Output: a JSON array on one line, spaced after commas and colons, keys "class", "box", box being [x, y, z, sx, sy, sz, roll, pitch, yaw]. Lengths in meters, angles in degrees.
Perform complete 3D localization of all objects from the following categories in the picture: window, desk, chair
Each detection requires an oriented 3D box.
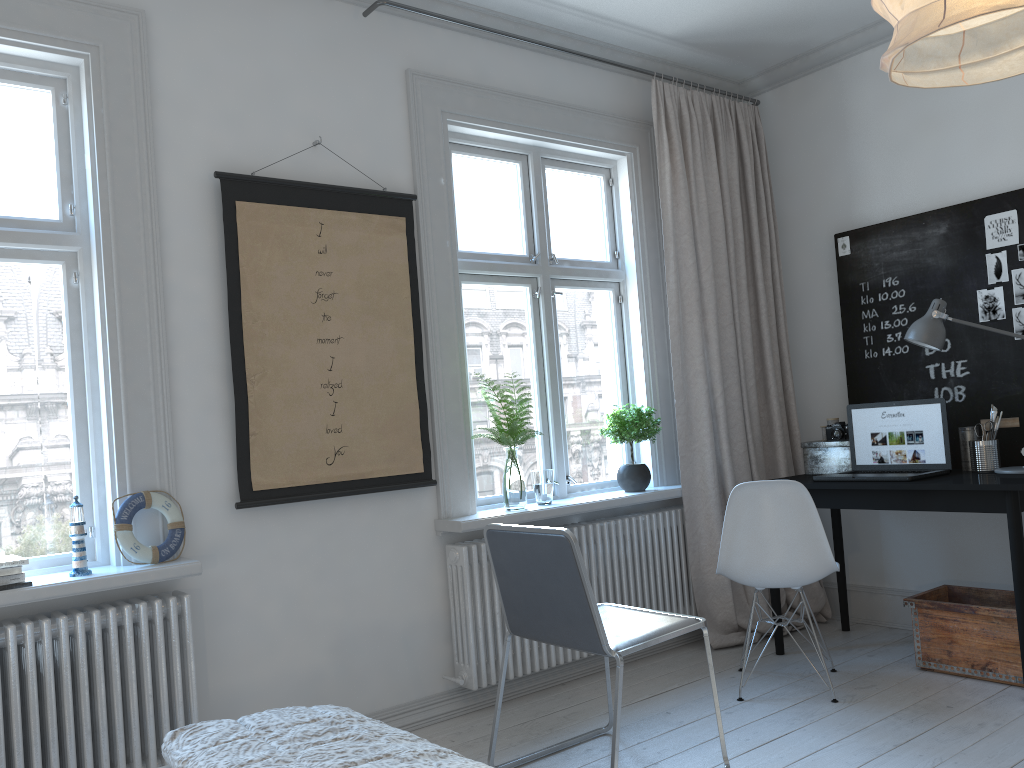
[{"class": "window", "box": [-5.348, -0.160, 1.816, 7.975, 7.005, 11.979, -3, -3, -38]}, {"class": "desk", "box": [1.675, 0.761, 3.675, 0.650, 0.758, 1.161, -3, -3, -38]}, {"class": "chair", "box": [0.268, 0.803, 2.734, 0.524, 0.797, 0.562, -3, -3, -38]}, {"class": "chair", "box": [1.035, 0.765, 3.456, 0.474, 0.823, 0.554, -5, -2, 17]}, {"class": "window", "box": [-16.067, -0.663, 7.951, 25.632, 15.012, 26.574, -2, -3, -38]}]

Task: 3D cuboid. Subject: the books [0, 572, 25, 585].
[{"class": "books", "box": [-1.519, 0.549, 2.446, 0.262, 0.024, 0.207, -2, -4, -45]}]

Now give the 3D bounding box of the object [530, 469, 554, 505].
[{"class": "object", "box": [0.132, 0.436, 3.741, 0.097, 0.146, 0.097, -3, -2, -32]}]

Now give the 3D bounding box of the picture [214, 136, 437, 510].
[{"class": "picture", "box": [-0.659, -0.248, 3.215, 0.792, 1.312, 0.057, -3, -2, -38]}]

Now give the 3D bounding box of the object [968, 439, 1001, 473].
[{"class": "object", "box": [1.932, 0.294, 3.622, 0.108, 0.128, 0.108, -3, -2, -23]}]

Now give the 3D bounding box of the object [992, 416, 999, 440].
[{"class": "object", "box": [1.950, 0.243, 3.604, 0.082, 0.221, 0.009, -4, -2, -9]}]

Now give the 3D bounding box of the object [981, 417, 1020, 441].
[{"class": "object", "box": [1.999, 0.246, 3.620, 0.138, 0.208, 0.034, -6, -2, 32]}]

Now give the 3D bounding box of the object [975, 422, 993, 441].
[{"class": "object", "box": [1.931, 0.255, 3.638, 0.050, 0.198, 0.081, -4, -2, -13]}]

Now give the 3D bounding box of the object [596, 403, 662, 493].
[{"class": "object", "box": [0.544, 0.290, 4.074, 0.309, 0.407, 0.272, -5, -2, 12]}]

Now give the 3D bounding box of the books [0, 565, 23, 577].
[{"class": "books", "box": [-1.509, 0.524, 2.447, 0.253, 0.022, 0.208, -2, -4, -37]}]

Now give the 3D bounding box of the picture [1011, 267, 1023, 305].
[{"class": "picture", "box": [2.130, -0.411, 3.655, 0.002, 0.152, 0.121, -3, -3, -38]}]

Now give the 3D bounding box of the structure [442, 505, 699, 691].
[{"class": "structure", "box": [0.333, 0.873, 3.858, 1.505, 0.547, 0.195, -2, -3, -38]}]

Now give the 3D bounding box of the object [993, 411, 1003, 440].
[{"class": "object", "box": [1.952, 0.233, 3.592, 0.084, 0.240, 0.009, -5, -2, 29]}]

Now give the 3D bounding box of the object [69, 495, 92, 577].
[{"class": "object", "box": [-1.275, 0.444, 2.606, 0.059, 0.235, 0.060, -5, -2, 4]}]

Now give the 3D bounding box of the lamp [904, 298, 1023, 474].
[{"class": "lamp", "box": [1.910, -0.002, 3.522, 0.617, 0.715, 0.230, -5, -2, 23]}]

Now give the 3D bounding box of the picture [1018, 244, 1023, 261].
[{"class": "picture", "box": [2.132, -0.550, 3.645, 0.001, 0.071, 0.095, -3, -3, -38]}]

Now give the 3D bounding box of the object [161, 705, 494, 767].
[{"class": "object", "box": [-0.035, 0.582, 1.097, 0.404, 0.104, 1.462, -2, -4, -38]}]

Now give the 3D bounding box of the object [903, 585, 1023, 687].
[{"class": "object", "box": [1.912, 0.966, 3.387, 0.339, 0.282, 0.665, -3, -3, -38]}]

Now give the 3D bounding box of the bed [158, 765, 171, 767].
[{"class": "bed", "box": [-0.702, 0.645, 0.584, 2.175, 1.046, 1.890, -2, -3, -38]}]

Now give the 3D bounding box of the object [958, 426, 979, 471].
[{"class": "object", "box": [1.932, 0.275, 3.737, 0.079, 0.188, 0.079, -6, -2, 31]}]

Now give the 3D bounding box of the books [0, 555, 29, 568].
[{"class": "books", "box": [-1.507, 0.505, 2.451, 0.269, 0.015, 0.203, -2, -4, -41]}]

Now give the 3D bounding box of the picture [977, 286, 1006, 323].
[{"class": "picture", "box": [2.040, -0.338, 3.775, 0.001, 0.150, 0.107, -3, -3, -38]}]

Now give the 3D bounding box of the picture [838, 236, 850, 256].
[{"class": "picture", "box": [1.612, -0.669, 4.304, 0.004, 0.088, 0.061, -3, -3, -41]}]

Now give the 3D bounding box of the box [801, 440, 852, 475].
[{"class": "box", "box": [1.521, 0.338, 4.125, 0.193, 0.152, 0.317, -3, -3, -38]}]

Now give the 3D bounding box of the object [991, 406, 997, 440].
[{"class": "object", "box": [1.954, 0.221, 3.613, 0.062, 0.264, 0.012, -5, -2, 4]}]

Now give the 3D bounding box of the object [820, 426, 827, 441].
[{"class": "object", "box": [1.491, 0.234, 4.224, 0.040, 0.069, 0.040, -6, -3, 40]}]

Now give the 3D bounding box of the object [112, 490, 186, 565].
[{"class": "object", "box": [-1.119, 0.444, 2.746, 0.079, 0.227, 0.236, -6, -3, 38]}]

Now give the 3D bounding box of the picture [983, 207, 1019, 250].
[{"class": "picture", "box": [2.060, -0.655, 3.729, 0.004, 0.154, 0.148, -3, -3, -38]}]

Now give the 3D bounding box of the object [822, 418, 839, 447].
[{"class": "object", "box": [1.472, 0.228, 4.141, 0.167, 0.130, 0.056, -2, -3, -39]}]

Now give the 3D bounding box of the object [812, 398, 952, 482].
[{"class": "object", "box": [1.523, 0.236, 3.696, 0.325, 0.315, 0.446, -3, -3, -38]}]

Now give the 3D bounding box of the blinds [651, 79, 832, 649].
[{"class": "blinds", "box": [1.104, -0.117, 4.245, 0.830, 2.646, 0.225, -3, -2, -38]}]

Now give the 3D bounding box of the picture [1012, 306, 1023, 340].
[{"class": "picture", "box": [2.129, -0.257, 3.667, 0.001, 0.136, 0.103, -3, -3, -38]}]

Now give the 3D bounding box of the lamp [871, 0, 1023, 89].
[{"class": "lamp", "box": [0.684, -1.109, 1.349, 0.340, 1.230, 0.339, -4, -2, -7]}]

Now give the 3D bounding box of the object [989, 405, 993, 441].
[{"class": "object", "box": [1.951, 0.218, 3.616, 0.060, 0.267, 0.008, -4, -2, -21]}]

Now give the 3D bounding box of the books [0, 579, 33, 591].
[{"class": "books", "box": [-1.499, 0.566, 2.443, 0.272, 0.013, 0.219, -2, -4, -42]}]

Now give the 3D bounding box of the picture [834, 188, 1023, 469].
[{"class": "picture", "box": [1.932, -0.193, 3.973, 0.064, 1.171, 0.954, -3, -3, -38]}]

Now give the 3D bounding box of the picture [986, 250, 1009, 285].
[{"class": "picture", "box": [2.052, -0.492, 3.750, 0.002, 0.145, 0.084, -3, -2, -38]}]

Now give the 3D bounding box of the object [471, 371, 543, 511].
[{"class": "object", "box": [-0.026, 0.233, 3.630, 0.305, 0.564, 0.414, -4, -2, -4]}]

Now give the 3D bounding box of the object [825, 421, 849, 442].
[{"class": "object", "box": [1.477, 0.216, 4.025, 0.073, 0.087, 0.137, -3, -3, -38]}]

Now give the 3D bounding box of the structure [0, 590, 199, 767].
[{"class": "structure", "box": [-1.581, 0.947, 2.365, 1.505, 0.547, 0.195, -2, -3, -38]}]
